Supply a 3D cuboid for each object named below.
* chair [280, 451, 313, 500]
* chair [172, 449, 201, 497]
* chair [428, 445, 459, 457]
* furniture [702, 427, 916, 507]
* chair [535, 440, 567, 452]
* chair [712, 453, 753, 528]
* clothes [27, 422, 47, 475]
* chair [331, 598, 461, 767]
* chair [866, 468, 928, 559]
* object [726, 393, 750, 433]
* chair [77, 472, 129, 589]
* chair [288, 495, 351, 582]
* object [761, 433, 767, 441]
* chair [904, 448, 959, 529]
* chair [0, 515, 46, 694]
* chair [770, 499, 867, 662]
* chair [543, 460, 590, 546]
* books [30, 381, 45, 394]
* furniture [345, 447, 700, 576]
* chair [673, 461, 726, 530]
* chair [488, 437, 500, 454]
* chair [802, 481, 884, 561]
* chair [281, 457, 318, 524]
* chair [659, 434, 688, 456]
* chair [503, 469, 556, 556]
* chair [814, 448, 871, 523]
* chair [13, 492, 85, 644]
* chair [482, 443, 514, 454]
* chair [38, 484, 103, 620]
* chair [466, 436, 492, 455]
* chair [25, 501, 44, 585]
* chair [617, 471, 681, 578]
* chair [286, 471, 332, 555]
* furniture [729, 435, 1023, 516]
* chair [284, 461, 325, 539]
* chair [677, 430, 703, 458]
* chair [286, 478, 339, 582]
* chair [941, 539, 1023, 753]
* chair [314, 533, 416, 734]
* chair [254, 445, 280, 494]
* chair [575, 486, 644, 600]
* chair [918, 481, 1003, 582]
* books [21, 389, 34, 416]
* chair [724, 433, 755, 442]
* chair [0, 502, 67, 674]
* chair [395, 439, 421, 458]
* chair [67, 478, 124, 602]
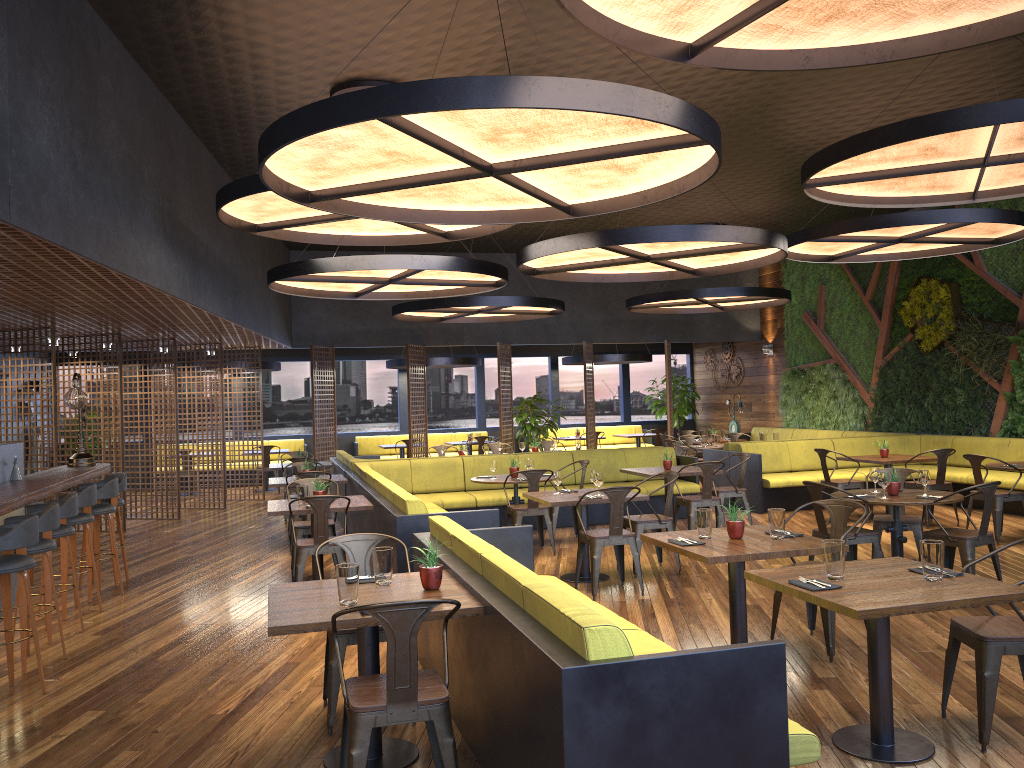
[{"bbox_3d":[-3.338,1.519,13.820,0.504,0.917,0.541,-2,-1,-15],"label":"chair"},{"bbox_3d":[-6.004,1.643,16.373,0.504,0.917,0.541,-2,-1,-15],"label":"chair"},{"bbox_3d":[-1.084,1.456,14.287,0.504,0.917,0.541,-2,-1,-15],"label":"chair"},{"bbox_3d":[4.117,1.313,15.398,3.378,0.916,4.755,-2,-1,-15],"label":"furniture"},{"bbox_3d":[0.660,1.408,14.759,0.504,0.917,0.541,-2,-1,-15],"label":"chair"},{"bbox_3d":[2.551,1.282,10.477,0.541,0.917,0.504,-2,-1,-15],"label":"chair"},{"bbox_3d":[-8.703,1.439,16.337,0.401,1.494,0.423,-1,-1,-19],"label":"clothes"},{"bbox_3d":[-0.459,1.268,3.539,0.504,0.917,0.541,-2,-1,-15],"label":"chair"},{"bbox_3d":[3.374,1.214,7.756,0.504,0.917,0.541,-2,-1,24],"label":"chair"},{"bbox_3d":[4.858,0.997,19.040,0.459,1.615,0.848,-2,-1,-15],"label":"object"},{"bbox_3d":[-3.912,1.389,8.483,0.438,1.048,0.483,-1,-1,-23],"label":"chair"},{"bbox_3d":[-1.602,1.364,7.421,0.504,0.917,0.541,-2,-1,-15],"label":"chair"},{"bbox_3d":[4.142,0.903,14.572,0.102,0.178,0.102,-2,-1,20],"label":"object"},{"bbox_3d":[4.931,1.207,10.451,0.504,0.917,0.541,-2,-1,-15],"label":"chair"},{"bbox_3d":[-3.007,1.309,5.177,0.438,1.048,0.483,-2,-1,14],"label":"chair"},{"bbox_3d":[1.991,1.225,5.696,0.541,0.917,0.504,-1,-1,-38],"label":"chair"},{"bbox_3d":[0.624,1.337,10.132,0.541,0.917,0.504,-2,-1,-15],"label":"chair"},{"bbox_3d":[-8.885,0.065,16.581,0.177,0.245,0.450,-2,-1,-15],"label":"books"},{"bbox_3d":[0.182,1.367,10.921,4.895,0.914,7.462,-1,-1,-20],"label":"furniture"},{"bbox_3d":[2.048,1.285,9.670,0.504,0.917,0.541,-2,-1,-15],"label":"chair"},{"bbox_3d":[-0.249,1.498,18.644,0.541,0.917,0.504,-2,-1,-15],"label":"chair"},{"bbox_3d":[2.648,1.227,7.135,0.541,0.917,0.504,-2,-1,-15],"label":"chair"},{"bbox_3d":[-3.019,1.491,12.636,0.504,0.917,0.541,-2,-1,-15],"label":"chair"},{"bbox_3d":[2.976,1.358,16.199,0.541,0.917,0.504,-2,-1,-15],"label":"chair"},{"bbox_3d":[0.179,1.339,9.369,0.504,0.917,0.541,-2,-1,-15],"label":"chair"},{"bbox_3d":[4.045,1.243,10.961,0.541,0.917,0.504,-2,-1,-15],"label":"chair"},{"bbox_3d":[-3.442,1.344,6.552,0.438,1.048,0.483,-2,-1,-1],"label":"chair"},{"bbox_3d":[-0.209,1.432,14.524,0.504,0.917,0.541,-2,-1,-15],"label":"chair"},{"bbox_3d":[-3.650,1.362,7.300,0.438,1.048,0.483,-1,-1,-44],"label":"chair"},{"bbox_3d":[-0.656,1.498,17.822,0.504,0.917,0.541,-2,-1,-15],"label":"chair"},{"bbox_3d":[-4.585,1.408,8.340,0.438,1.048,0.483,-1,-1,-44],"label":"chair"},{"bbox_3d":[1.290,1.287,8.258,0.541,0.917,0.504,-2,-1,-15],"label":"chair"},{"bbox_3d":[-2.291,1.427,10.028,0.504,0.917,0.541,-2,-1,-15],"label":"chair"},{"bbox_3d":[5.324,1.206,10.923,3.372,0.914,4.503,-2,-1,-15],"label":"furniture"},{"bbox_3d":[-2.616,1.456,11.231,0.504,0.917,0.541,-2,-1,-15],"label":"chair"},{"bbox_3d":[3.484,1.357,17.110,0.504,0.917,0.541,-2,-1,-15],"label":"chair"},{"bbox_3d":[-1.926,1.393,8.622,0.504,0.917,0.541,-2,-1,-15],"label":"chair"},{"bbox_3d":[2.375,1.189,4.186,0.541,0.917,0.504,-2,-1,4],"label":"chair"},{"bbox_3d":[-0.788,1.297,4.758,0.504,0.917,0.541,-2,-1,-15],"label":"chair"},{"bbox_3d":[-4.625,1.605,16.747,0.504,0.917,0.541,-2,-1,-15],"label":"chair"},{"bbox_3d":[0.808,1.289,7.403,0.504,0.917,0.541,-2,-1,-15],"label":"chair"},{"bbox_3d":[3.480,1.196,6.851,0.504,0.917,0.541,-1,-1,-33],"label":"chair"},{"bbox_3d":[-8.693,0.336,15.929,0.223,0.489,0.286,-1,-1,-24],"label":"books"},{"bbox_3d":[3.988,1.314,15.412,0.504,0.917,0.541,-2,-1,-15],"label":"chair"},{"bbox_3d":[-3.237,1.327,5.876,0.483,1.048,0.438,-2,-1,35],"label":"chair"},{"bbox_3d":[-2.036,1.535,17.449,0.504,0.917,0.541,-2,-1,-15],"label":"chair"},{"bbox_3d":[-3.748,1.375,7.918,0.438,1.048,0.483,-2,-1,14],"label":"chair"}]
